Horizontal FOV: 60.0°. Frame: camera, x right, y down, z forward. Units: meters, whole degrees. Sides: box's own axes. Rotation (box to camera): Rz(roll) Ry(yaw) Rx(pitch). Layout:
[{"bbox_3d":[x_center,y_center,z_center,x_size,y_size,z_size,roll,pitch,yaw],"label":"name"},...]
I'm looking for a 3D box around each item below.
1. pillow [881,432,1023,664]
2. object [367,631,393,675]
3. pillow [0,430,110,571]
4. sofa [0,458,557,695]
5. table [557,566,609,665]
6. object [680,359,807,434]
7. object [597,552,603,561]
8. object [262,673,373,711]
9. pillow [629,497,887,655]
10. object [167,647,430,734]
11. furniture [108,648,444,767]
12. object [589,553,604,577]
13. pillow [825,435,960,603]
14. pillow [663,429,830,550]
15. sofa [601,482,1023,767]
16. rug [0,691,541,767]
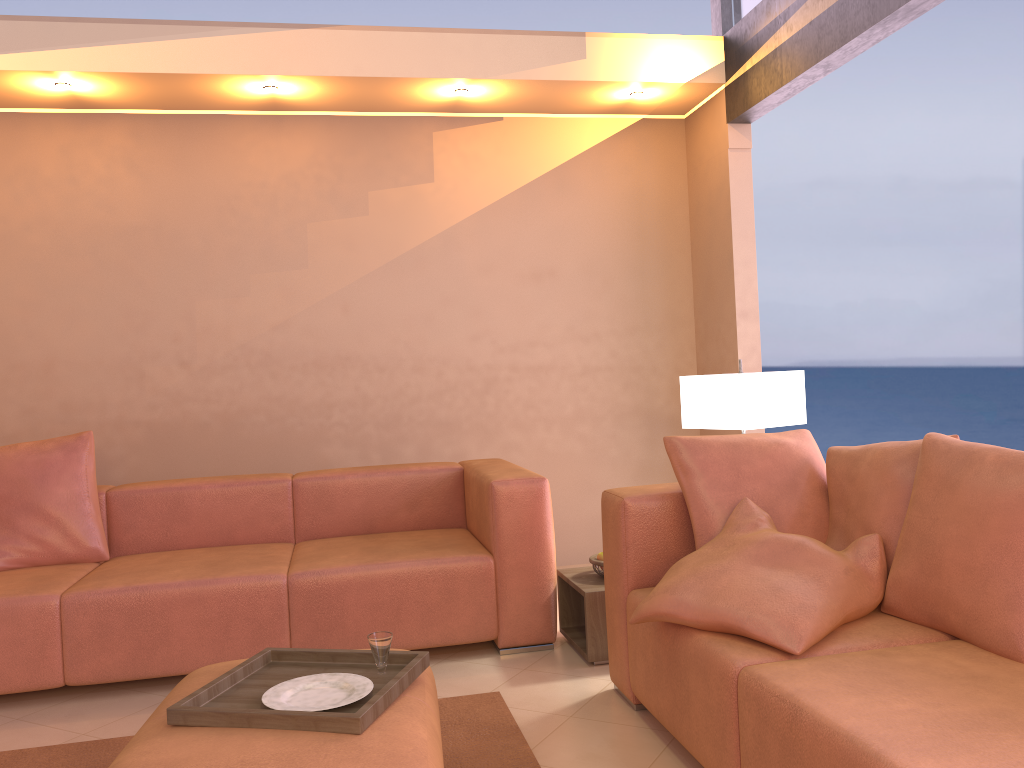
[{"bbox_3d":[1.084,0.359,2.057,0.211,0.468,0.470,-3,0,-16],"label":"pillow"},{"bbox_3d":[-0.311,0.640,2.103,0.061,0.091,0.061,-3,0,-27],"label":"object"},{"bbox_3d":[-1.956,0.470,3.561,0.582,0.528,0.302,-3,0,-28],"label":"pillow"},{"bbox_3d":[-1.265,0.743,3.552,2.781,0.672,0.943,-3,0,-11],"label":"sofa"},{"bbox_3d":[0.674,0.849,3.429,0.918,0.268,0.412,-3,0,-11],"label":"table"},{"bbox_3d":[0.926,0.301,3.520,0.344,0.799,0.344,-3,0,-33],"label":"object"},{"bbox_3d":[0.347,0.660,3.353,0.045,0.047,0.055,-3,0,-34],"label":"object"},{"bbox_3d":[-0.425,0.683,1.947,0.240,0.018,0.240,-3,0,42],"label":"object"},{"bbox_3d":[0.644,0.477,2.322,0.514,0.292,0.517,-3,0,-42],"label":"pillow"},{"bbox_3d":[-0.461,0.681,2.003,0.436,0.034,0.421,-3,0,14],"label":"object"},{"bbox_3d":[-0.472,0.848,1.746,0.685,0.301,1.291,-3,0,-6],"label":"furniture"},{"bbox_3d":[0.413,0.693,3.373,0.235,0.071,0.235,-3,0,-19],"label":"object"},{"bbox_3d":[1.011,0.359,2.442,0.255,0.446,0.492,-3,0,-28],"label":"pillow"},{"bbox_3d":[0.768,0.376,2.697,0.519,0.455,0.314,-3,0,-15],"label":"pillow"},{"bbox_3d":[1.019,0.638,1.683,0.943,0.672,2.781,-3,0,-11],"label":"sofa"},{"bbox_3d":[-0.680,1.059,1.466,1.833,0.005,2.626,-3,0,-11],"label":"rug"}]
